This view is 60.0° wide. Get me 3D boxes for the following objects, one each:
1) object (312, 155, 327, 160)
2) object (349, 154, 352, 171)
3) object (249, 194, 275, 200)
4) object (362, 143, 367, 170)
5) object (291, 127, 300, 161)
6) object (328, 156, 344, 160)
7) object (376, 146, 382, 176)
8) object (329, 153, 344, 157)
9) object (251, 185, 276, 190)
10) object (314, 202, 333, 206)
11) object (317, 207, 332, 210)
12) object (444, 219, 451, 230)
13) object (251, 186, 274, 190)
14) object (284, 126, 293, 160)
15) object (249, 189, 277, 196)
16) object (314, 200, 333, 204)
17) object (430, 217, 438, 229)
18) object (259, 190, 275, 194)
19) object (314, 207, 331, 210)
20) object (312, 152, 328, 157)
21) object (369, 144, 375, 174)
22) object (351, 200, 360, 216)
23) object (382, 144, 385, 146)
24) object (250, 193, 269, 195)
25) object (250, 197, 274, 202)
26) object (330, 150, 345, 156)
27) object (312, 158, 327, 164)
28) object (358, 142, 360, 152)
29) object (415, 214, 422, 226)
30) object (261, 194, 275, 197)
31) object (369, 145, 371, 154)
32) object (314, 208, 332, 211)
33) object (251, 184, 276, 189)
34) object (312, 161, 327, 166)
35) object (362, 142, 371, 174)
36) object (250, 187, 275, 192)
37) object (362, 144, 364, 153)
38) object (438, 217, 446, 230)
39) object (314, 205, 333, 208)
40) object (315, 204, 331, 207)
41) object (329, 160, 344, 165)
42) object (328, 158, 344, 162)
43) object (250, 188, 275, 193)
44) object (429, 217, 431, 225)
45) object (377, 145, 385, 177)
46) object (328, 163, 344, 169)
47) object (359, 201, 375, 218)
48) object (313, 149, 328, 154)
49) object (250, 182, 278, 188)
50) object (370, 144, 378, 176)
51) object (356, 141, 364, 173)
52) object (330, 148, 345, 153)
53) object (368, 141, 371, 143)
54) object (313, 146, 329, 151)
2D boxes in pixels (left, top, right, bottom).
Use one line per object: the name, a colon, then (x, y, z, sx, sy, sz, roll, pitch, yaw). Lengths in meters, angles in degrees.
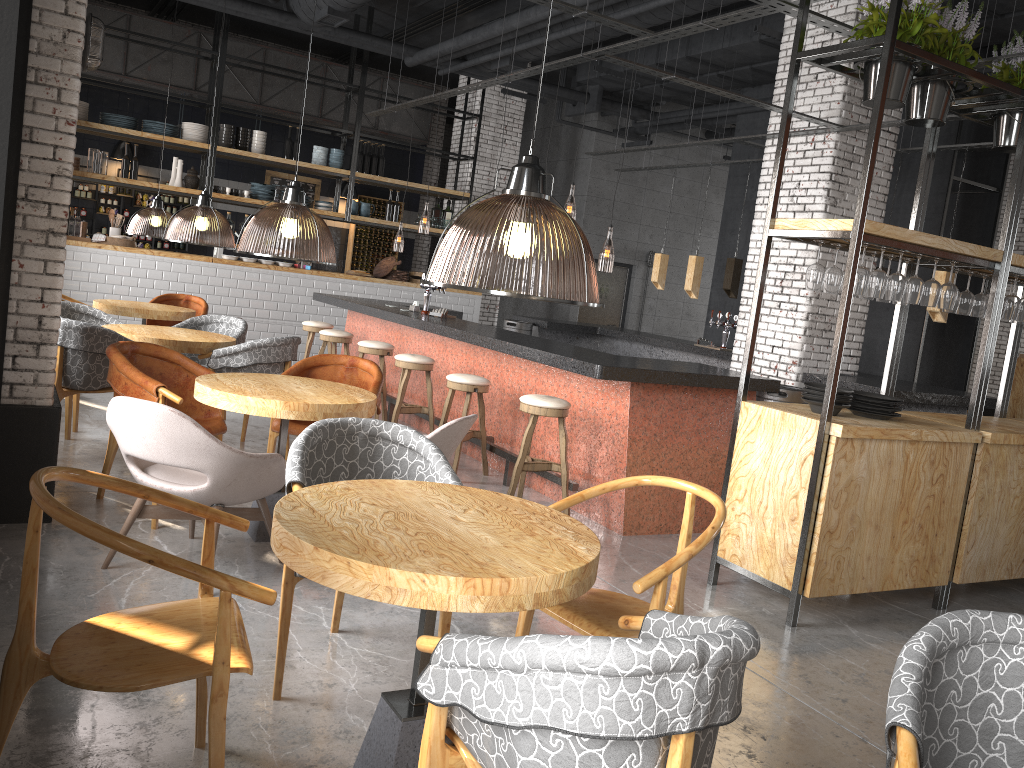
object: (-2.703, -3.167, 12.467, 0.210, 0.074, 0.210, 12, 8, 34)
object: (-2.294, -3.277, 12.854, 0.098, 0.470, 0.098, 7, 5, -8)
object: (-3.426, -2.555, 12.157, 0.373, 0.067, 0.373, 13, 9, 40)
object: (-2.136, -3.242, 12.793, 0.098, 0.457, 0.098, 7, 5, -8)
object: (-2.972, -3.296, 12.231, 0.098, 0.470, 0.098, 7, 5, -8)
object: (-2.493, -3.174, 12.557, 0.218, 0.092, 0.219, 8, 6, 5)
object: (-1.947, -3.230, 12.904, 0.098, 0.457, 0.098, 12, 7, 37)
object: (-2.489, -3.205, 12.554, 0.218, 0.092, 0.219, 9, 6, 10)
object: (-3.407, -2.678, 12.143, 0.334, 0.036, 0.335, 2, 9, -41)
object: (-2.674, -2.546, 12.588, 0.264, 0.029, 0.263, 12, 8, 36)
object: (-2.682, -2.493, 12.592, 0.264, 0.037, 0.263, 12, 8, 33)
object: (-0.969, -2.413, 13.449, 0.119, 0.180, 0.118, 13, 8, 43)
object: (-3.409, -2.663, 12.145, 0.335, 0.035, 0.335, 12, 8, 34)
object: (-3.065, -3.303, 12.176, 0.098, 0.470, 0.098, 7, 5, -8)
object: (-3.413, -2.606, 12.151, 0.371, 0.071, 0.374, 5, 7, -18)
object: (-2.671, -2.575, 12.585, 0.265, 0.037, 0.266, 3, 8, -35)
object: (-1.161, -2.421, 13.300, 0.118, 0.180, 0.119, 8, 6, 3)
object: (-3.414, -2.622, 12.148, 0.334, 0.039, 0.335, 4, 8, -31)
object: (-2.682, -2.482, 12.593, 0.263, 0.038, 0.263, 6, 7, -15)
object: (-2.700, -3.209, 12.457, 0.210, 0.078, 0.210, 7, 6, -8)
object: (-2.040, -3.236, 12.849, 0.098, 0.457, 0.098, 12, 7, 37)
object: (-2.285, -2.539, 12.810, 0.198, 0.230, 0.166, 5, 6, -24)
object: (-1.850, -3.430, 12.766, 0.046, 0.031, 0.046, 3, 8, -38)
object: (-3.420, -2.584, 12.152, 0.334, 0.045, 0.335, 3, 8, -34)
object: (-3.428, -2.520, 12.158, 0.335, 0.033, 0.335, 11, 7, 28)
object: (-2.476, -3.237, 12.555, 0.219, 0.096, 0.218, 14, 9, 43)
object: (-2.709, -3.123, 12.467, 0.210, 0.069, 0.210, 11, 7, 25)
object: (-2.228, -3.248, 12.738, 0.098, 0.457, 0.098, 7, 5, -8)
object: (-1.385, -2.440, 13.200, 0.118, 0.180, 0.118, 10, 6, 23)
object: (-3.423, -2.572, 12.153, 0.334, 0.051, 0.335, 8, 6, 0)
object: (-2.106, -3.258, 12.965, 0.098, 0.457, 0.098, 12, 7, 37)
object: (-2.684, -2.471, 12.595, 0.263, 0.026, 0.264, 8, 7, 5)
object: (-3.404, -2.691, 12.143, 0.334, 0.048, 0.335, 2, 9, -43)
object: (-2.714, -3.080, 12.472, 0.210, 0.065, 0.210, 6, 7, -13)
object: (-2.069, -3.220, 12.677, 0.098, 0.457, 0.098, 7, 5, -8)
object: (-3.411, -2.652, 12.148, 0.334, 0.051, 0.335, 6, 7, -14)
object: (-2.202, -3.265, 12.909, 0.098, 0.457, 0.098, 7, 5, -8)
object: (-1.064, -2.416, 13.373, 0.119, 0.180, 0.118, 12, 7, 36)
object: (-2.679, -2.511, 12.591, 0.265, 0.038, 0.266, 7, 7, -8)
object: (-2.676, -2.524, 12.590, 0.263, 0.032, 0.263, 10, 7, 18)
object: (-2.494, -3.110, 12.565, 0.219, 0.092, 0.218, 14, 9, 43)
object: (-2.496, -3.142, 12.556, 0.218, 0.092, 0.219, 2, 8, -40)
object: (-3.412, -2.636, 12.149, 0.335, 0.052, 0.334, 9, 7, 8)
object: (-1.271, -2.430, 13.246, 0.118, 0.180, 0.118, 10, 6, 19)
object: (-1.880, -3.207, 12.788, 0.098, 0.457, 0.098, 12, 7, 37)
object: (-2.502, -3.077, 12.565, 0.219, 0.085, 0.219, 11, 7, 28)
object: (-2.126, -2.527, 12.889, 0.199, 0.230, 0.166, 11, 7, 30)
object: (-2.690, -3.251, 12.453, 0.210, 0.076, 0.210, 12, 8, 34)
object: (-3.402, -2.711, 12.139, 0.373, 0.050, 0.374, 7, 7, -9)
object: (-1.973, -3.213, 12.733, 0.098, 0.457, 0.098, 12, 7, 37)
object: (-2.162, -3.226, 12.622, 0.098, 0.457, 0.098, 7, 5, -8)
object: (-2.477, -3.268, 12.551, 0.218, 0.091, 0.219, 6, 7, -13)
object: (-2.039, -3.443, 12.655, 0.046, 0.031, 0.046, 12, 8, 37)
object: (-2.683, -3.294, 12.451, 0.210, 0.074, 0.210, 5, 7, -26)
